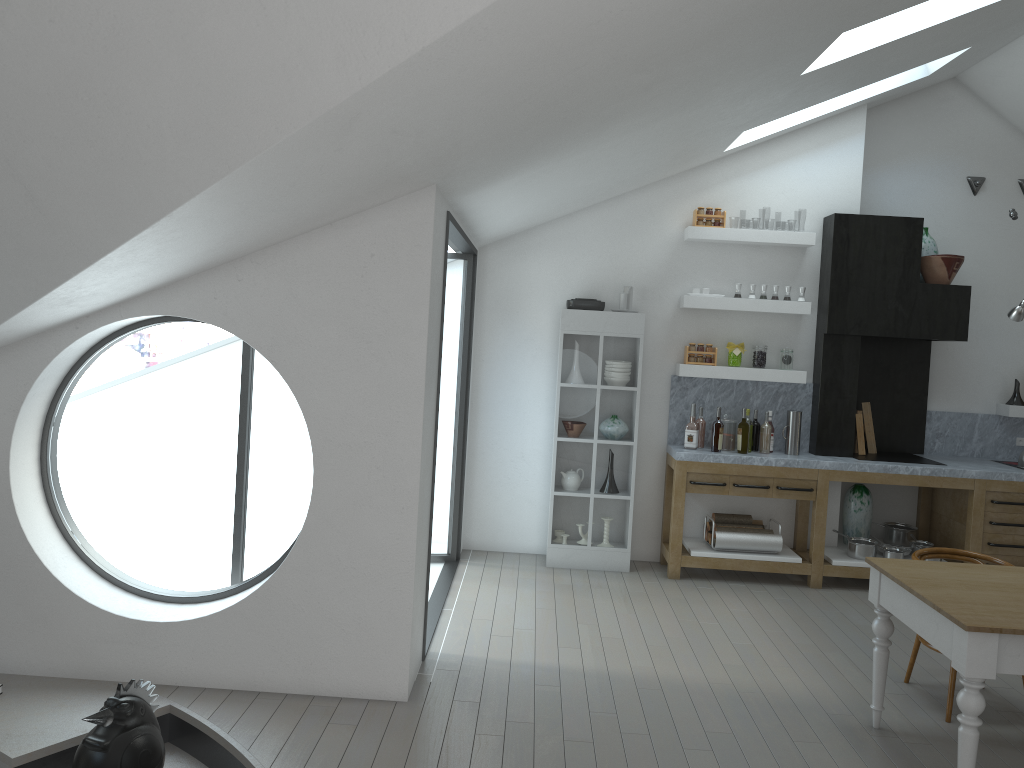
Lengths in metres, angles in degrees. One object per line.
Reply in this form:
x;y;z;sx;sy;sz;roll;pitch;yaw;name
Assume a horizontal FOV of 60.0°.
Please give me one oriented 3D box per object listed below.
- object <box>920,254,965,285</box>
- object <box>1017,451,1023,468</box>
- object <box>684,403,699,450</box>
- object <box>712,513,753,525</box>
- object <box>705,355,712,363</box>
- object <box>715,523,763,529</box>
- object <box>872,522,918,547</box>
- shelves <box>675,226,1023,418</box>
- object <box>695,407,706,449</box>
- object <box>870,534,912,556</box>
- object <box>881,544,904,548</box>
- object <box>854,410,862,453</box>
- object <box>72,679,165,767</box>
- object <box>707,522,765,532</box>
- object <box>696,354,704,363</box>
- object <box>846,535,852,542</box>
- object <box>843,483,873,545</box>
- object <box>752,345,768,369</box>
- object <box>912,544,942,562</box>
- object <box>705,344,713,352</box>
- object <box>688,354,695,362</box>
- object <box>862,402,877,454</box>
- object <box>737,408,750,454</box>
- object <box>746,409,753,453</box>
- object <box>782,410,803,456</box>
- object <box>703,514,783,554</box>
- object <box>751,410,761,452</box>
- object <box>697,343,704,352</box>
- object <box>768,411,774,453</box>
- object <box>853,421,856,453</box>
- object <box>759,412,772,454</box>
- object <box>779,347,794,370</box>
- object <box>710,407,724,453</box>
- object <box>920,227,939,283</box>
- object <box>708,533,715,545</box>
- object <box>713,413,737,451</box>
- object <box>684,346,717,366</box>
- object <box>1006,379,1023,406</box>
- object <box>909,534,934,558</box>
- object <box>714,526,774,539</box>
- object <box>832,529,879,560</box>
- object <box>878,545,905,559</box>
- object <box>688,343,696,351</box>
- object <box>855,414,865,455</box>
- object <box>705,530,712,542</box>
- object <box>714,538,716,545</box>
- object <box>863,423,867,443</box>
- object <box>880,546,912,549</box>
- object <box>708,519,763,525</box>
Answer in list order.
3.354;-0.887;6.978;0.348;0.236;0.366;4;3;19;object
4.086;0.527;6.904;0.246;0.267;0.246;4;2;12;object
1.400;0.331;6.885;0.088;0.359;0.085;4;2;23;object
1.713;1.063;6.902;0.292;0.102;0.104;3;2;-1;object
1.558;-0.196;7.028;0.059;0.075;0.058;4;2;25;object
1.743;1.126;6.845;0.362;0.086;0.101;3;2;-1;object
3.144;1.235;7.406;0.456;0.197;0.268;5;3;36;object
4.090;-0.410;7.253;5.549;1.361;0.480;3;2;-4;shelves
1.480;0.345;6.974;0.085;0.330;0.085;4;2;10;object
2.931;1.280;7.031;0.263;0.052;0.509;2;3;-22;object
3.010;1.286;6.999;0.170;0.035;0.061;3;3;2;object
2.838;0.399;7.285;0.072;0.366;0.130;4;2;20;object
-1.473;1.397;3.330;0.320;0.562;0.320;2;2;-25;object
1.753;1.133;6.947;0.435;0.079;0.115;3;3;-1;object
1.491;-0.200;7.030;0.059;0.075;0.058;4;2;25;object
2.645;1.231;6.775;0.190;0.152;0.051;3;2;2;object
2.827;1.067;7.251;0.231;0.498;0.231;5;2;43;object
1.955;-0.215;6.999;0.120;0.182;0.120;4;2;17;object
3.184;1.310;6.780;0.153;0.113;0.261;3;3;1;object
1.563;-0.282;7.026;0.059;0.075;0.058;4;2;25;object
1.424;-0.204;7.032;0.059;0.075;0.058;4;2;25;object
2.946;0.362;7.311;0.148;0.427;0.078;5;2;37;object
1.773;0.362;6.793;0.092;0.358;0.092;2;2;-44;object
1.827;0.364;6.900;0.092;0.339;0.092;4;2;20;object
2.177;0.379;6.907;0.164;0.339;0.114;3;2;5;object
1.787;1.161;6.892;0.527;0.231;0.429;3;3;-1;object
1.915;0.367;6.991;0.085;0.330;0.085;4;2;10;object
1.496;-0.286;7.028;0.059;0.075;0.058;4;2;25;object
2.021;0.375;6.973;0.081;0.329;0.081;4;2;29;object
2.765;0.385;7.243;0.068;0.367;0.131;4;2;16;object
1.969;0.379;6.876;0.085;0.330;0.085;4;2;10;object
2.169;-0.200;6.996;0.103;0.177;0.207;4;3;24;object
1.576;0.354;6.796;0.092;0.359;0.093;4;2;36;object
3.389;-1.037;7.302;0.231;0.503;0.231;5;2;43;object
1.773;1.211;6.883;0.479;0.083;0.093;3;2;-1;object
1.673;0.374;6.973;0.184;0.286;0.184;4;2;26;object
1.494;-0.223;7.028;0.237;0.146;0.120;3;2;2;object
4.215;0.067;7.403;0.156;0.218;0.156;3;2;-17;object
3.239;1.292;7.016;0.182;0.133;0.309;5;3;26;object
1.768;1.147;6.768;0.437;0.093;0.092;3;2;-1;object
2.677;1.255;6.881;0.223;0.164;0.379;3;3;-9;object
2.882;1.293;6.767;0.153;0.113;0.261;3;3;-9;object
1.429;-0.290;7.030;0.059;0.075;0.058;4;2;25;object
2.818;0.410;7.167;0.081;0.336;0.148;3;2;-8;object
1.754;1.204;6.967;0.455;0.089;0.091;3;2;-1;object
1.770;1.225;6.807;0.422;0.067;0.067;3;2;-1;object
2.965;0.446;7.391;0.113;0.251;0.057;3;2;5;object
3.000;1.286;6.926;0.247;0.045;0.041;3;2;0;object
1.774;1.105;7.024;0.422;0.073;0.071;3;2;-1;object
